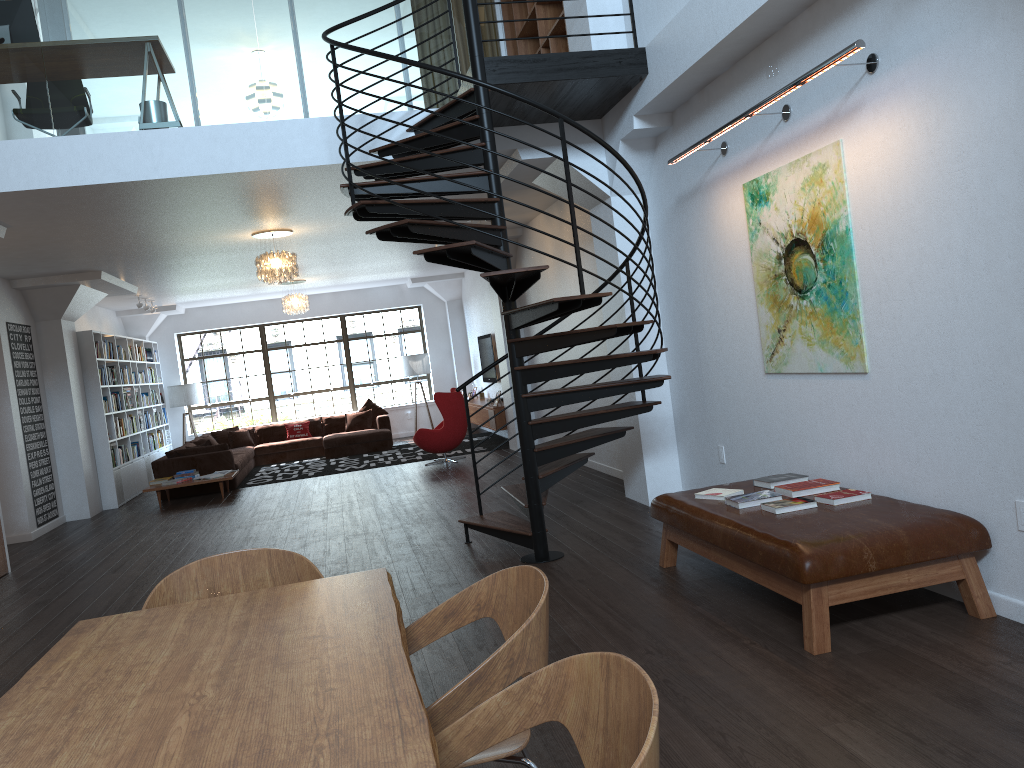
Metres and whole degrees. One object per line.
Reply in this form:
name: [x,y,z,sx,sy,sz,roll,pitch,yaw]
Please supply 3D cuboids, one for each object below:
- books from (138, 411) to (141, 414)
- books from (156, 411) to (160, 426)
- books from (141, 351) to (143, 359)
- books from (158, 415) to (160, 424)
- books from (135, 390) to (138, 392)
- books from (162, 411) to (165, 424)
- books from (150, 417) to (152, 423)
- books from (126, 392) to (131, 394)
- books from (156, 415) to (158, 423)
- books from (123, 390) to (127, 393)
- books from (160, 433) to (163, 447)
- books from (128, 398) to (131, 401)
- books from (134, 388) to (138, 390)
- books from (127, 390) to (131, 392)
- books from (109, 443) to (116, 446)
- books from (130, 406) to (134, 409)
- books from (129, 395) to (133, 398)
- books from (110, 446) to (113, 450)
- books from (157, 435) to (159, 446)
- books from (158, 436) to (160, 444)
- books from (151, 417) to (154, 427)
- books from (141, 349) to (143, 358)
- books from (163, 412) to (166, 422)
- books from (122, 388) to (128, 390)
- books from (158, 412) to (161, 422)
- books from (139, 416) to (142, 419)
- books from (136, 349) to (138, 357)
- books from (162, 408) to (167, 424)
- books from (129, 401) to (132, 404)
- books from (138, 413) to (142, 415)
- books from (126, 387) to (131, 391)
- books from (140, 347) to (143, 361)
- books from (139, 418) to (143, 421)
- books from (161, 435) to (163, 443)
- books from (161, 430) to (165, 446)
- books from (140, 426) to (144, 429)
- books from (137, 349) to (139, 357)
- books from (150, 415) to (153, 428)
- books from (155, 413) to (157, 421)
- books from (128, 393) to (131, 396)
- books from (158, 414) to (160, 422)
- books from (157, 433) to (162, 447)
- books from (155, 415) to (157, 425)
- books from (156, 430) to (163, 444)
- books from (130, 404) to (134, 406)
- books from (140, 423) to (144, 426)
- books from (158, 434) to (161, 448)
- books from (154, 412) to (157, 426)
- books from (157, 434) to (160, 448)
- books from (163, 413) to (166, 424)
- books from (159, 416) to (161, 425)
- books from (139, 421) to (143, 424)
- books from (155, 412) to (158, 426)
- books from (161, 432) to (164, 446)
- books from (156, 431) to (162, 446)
books: [-6.035,0.463,14.148,0.185,0.041,0.129,-7,2,3]
books: [-6.288,0.617,15.537,0.183,0.253,0.042,-8,2,-11]
books: [-6.312,-0.488,14.894,0.183,0.253,0.034,-8,2,-11]
books: [-6.294,0.630,15.603,0.161,0.223,0.032,-8,2,-11]
books: [-6.061,0.127,14.041,0.223,0.031,0.161,-8,2,-11]
books: [-6.365,0.620,15.985,0.172,0.235,0.112,-8,2,-11]
books: [-6.165,0.626,14.941,0.159,0.248,0.089,-8,2,-11]
books: [-6.022,0.149,13.725,0.223,0.027,0.161,-8,2,-22]
books: [-6.274,0.619,15.454,0.160,0.251,0.036,-8,2,-11]
books: [-5.907,0.123,13.319,0.174,0.045,0.240,-8,2,-12]
books: [-6.239,0.994,15.549,0.189,0.247,0.057,-8,2,-11]
books: [-5.990,0.254,13.706,0.168,0.045,0.231,-8,2,-16]
books: [-6.067,0.098,14.048,0.224,0.030,0.161,-7,2,-1]
books: [-6.003,0.120,13.720,0.144,0.024,0.208,-8,2,-6]
books: [-5.557,0.843,12.121,0.223,0.027,0.161,-8,2,-2]
books: [-5.960,0.374,13.706,0.171,0.039,0.246,-8,2,-11]
books: [-5.987,0.211,13.702,0.183,0.042,0.253,-8,2,-11]
books: [-5.565,0.881,12.142,0.174,0.045,0.240,-8,2,-22]
books: [-6.179,0.994,15.254,0.183,0.253,0.036,-8,2,-11]
books: [-6.194,0.993,15.323,0.183,0.253,0.036,-8,2,-11]
books: [-6.171,0.640,15.006,0.161,0.218,0.101,-8,2,-11]
books: [-6.325,-0.488,14.966,0.160,0.250,0.026,-8,2,-11]
books: [-6.400,0.632,16.132,0.161,0.213,0.146,-8,2,-11]
books: [-5.900,0.086,13.297,0.223,0.027,0.161,-8,2,-2]
books: [-6.331,0.627,15.757,0.168,0.228,0.139,-8,2,-11]
books: [-6.038,0.549,14.162,0.223,0.032,0.161,-8,2,-11]
books: [-6.247,-0.470,14.585,0.161,0.223,0.027,-8,2,-11]
books: [-6.425,0.590,16.230,0.176,0.290,0.053,-8,2,-11]
books: [-5.995,0.299,13.691,0.180,0.042,0.259,-8,2,-11]
books: [-6.029,0.495,14.156,0.208,0.024,0.144,-8,2,-6]
books: [-6.000,0.086,13.716,0.129,0.043,0.185,-7,2,3]
books: [-6.301,-0.489,14.862,0.183,0.253,0.034,-8,2,-11]
books: [-6.039,0.584,14.156,0.253,0.040,0.183,-8,2,-11]
books: [-6.245,1.011,15.647,0.144,0.207,0.048,-8,2,-11]
books: [-6.299,0.970,15.812,0.176,0.290,0.053,-8,2,-11]
books: [-6.028,0.706,14.156,0.251,0.037,0.160,-8,2,-6]
books: [-6.265,-0.471,14.663,0.161,0.223,0.026,-8,2,-11]
books: [-6.162,0.638,14.973,0.161,0.222,0.084,-8,2,-11]
books: [-6.254,0.621,15.351,0.183,0.253,0.039,-8,2,-11]
books: [-5.999,0.176,13.706,0.161,0.033,0.223,-8,2,-11]
books: [-6.308,0.617,15.636,0.160,0.251,0.039,-8,2,-11]
books: [-6.212,0.991,15.432,0.183,0.253,0.037,-8,2,-11]
books: [-6.231,0.632,15.321,0.161,0.223,0.030,-8,2,-11]
books: [-6.235,0.966,15.601,0.140,0.298,0.044,-8,2,-11]
books: [-5.967,0.335,13.702,0.160,0.039,0.251,-8,2,-6]
books: [-6.042,0.668,14.178,0.259,0.040,0.180,-8,2,-11]
books: [-6.208,0.994,15.401,0.160,0.250,0.027,-8,2,-11]
books: [-6.223,0.619,15.250,0.174,0.251,0.051,-8,2,-11]
books: [-6.183,0.993,15.289,0.183,0.253,0.037,-8,2,-11]
books: [-6.385,0.630,16.083,0.161,0.213,0.118,-8,2,-11]
books: [-6.306,0.638,15.674,0.161,0.221,0.035,-8,2,-12]
books: [-6.031,0.624,14.166,0.231,0.044,0.168,-8,2,-16]
books: [-6.264,0.621,15.419,0.171,0.246,0.036,-8,2,-11]
books: [-6.277,0.993,15.732,0.171,0.246,0.057,-8,2,-11]
books: [-6.242,0.978,15.486,0.198,0.284,0.066,-8,2,-11]
